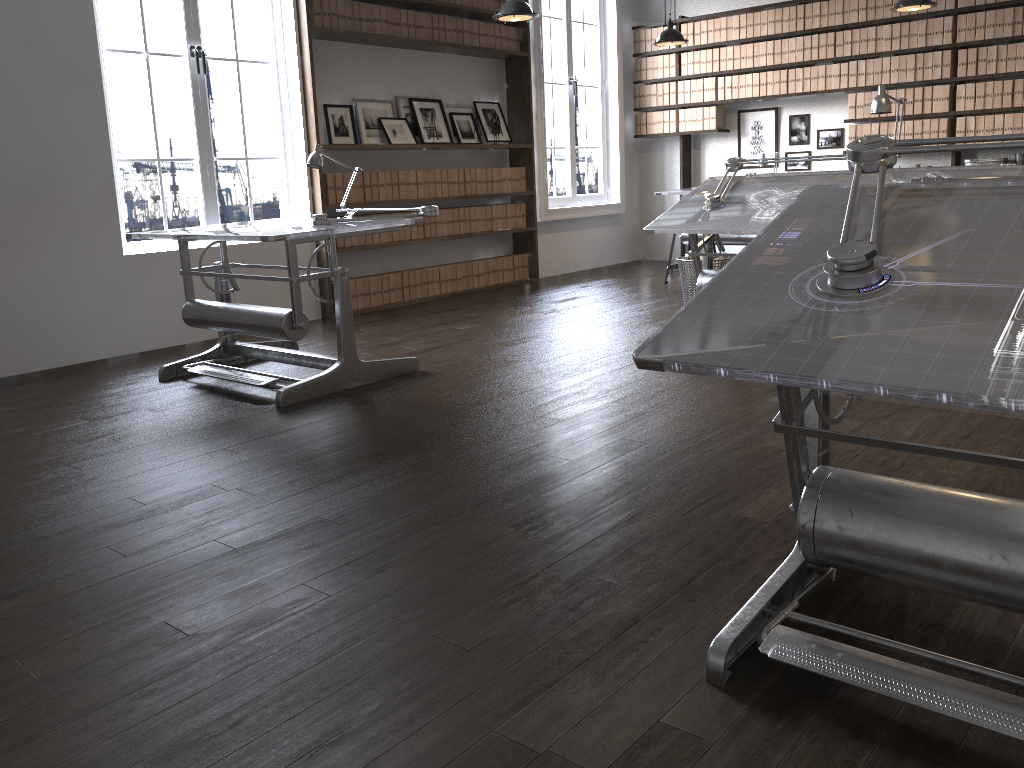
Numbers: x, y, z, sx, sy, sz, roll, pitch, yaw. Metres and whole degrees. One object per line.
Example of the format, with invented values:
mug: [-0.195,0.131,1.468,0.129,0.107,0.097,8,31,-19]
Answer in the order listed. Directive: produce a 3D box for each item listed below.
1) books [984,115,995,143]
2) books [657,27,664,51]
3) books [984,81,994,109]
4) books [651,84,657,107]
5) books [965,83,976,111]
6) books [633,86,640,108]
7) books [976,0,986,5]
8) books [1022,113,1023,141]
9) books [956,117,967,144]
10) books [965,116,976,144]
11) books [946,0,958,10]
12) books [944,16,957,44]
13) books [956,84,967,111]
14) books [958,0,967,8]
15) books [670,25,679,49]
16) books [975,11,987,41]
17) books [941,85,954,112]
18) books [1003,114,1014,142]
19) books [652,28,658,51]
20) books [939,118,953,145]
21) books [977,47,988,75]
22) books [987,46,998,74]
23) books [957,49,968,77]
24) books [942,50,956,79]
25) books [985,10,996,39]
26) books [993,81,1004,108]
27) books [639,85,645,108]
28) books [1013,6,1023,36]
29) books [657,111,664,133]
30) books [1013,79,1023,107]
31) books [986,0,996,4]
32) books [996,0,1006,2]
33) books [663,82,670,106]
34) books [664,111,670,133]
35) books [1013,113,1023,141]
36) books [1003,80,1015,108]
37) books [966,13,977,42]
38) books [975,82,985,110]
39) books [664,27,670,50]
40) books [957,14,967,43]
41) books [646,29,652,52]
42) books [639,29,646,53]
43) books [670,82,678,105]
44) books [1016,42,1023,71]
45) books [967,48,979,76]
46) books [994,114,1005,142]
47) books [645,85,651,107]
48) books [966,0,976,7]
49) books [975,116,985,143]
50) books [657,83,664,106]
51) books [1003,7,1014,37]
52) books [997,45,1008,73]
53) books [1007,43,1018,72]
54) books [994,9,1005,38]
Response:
books: [3.948,-2.095,7.290,0.067,0.223,0.176,6,14,39]
books: [1.559,-3.517,9.038,0.067,0.223,0.176,6,14,39]
books: [3.924,-2.354,7.251,0.067,0.223,0.176,6,14,39]
books: [1.515,-2.990,9.188,0.067,0.223,0.175,6,14,39]
books: [3.817,-2.368,7.334,0.067,0.223,0.176,6,14,39]
books: [1.354,-3.014,9.319,0.067,0.224,0.176,6,14,39]
books: [3.813,-3.171,7.160,0.067,0.223,0.176,6,14,39]
books: [4.153,-2.063,7.112,0.067,0.224,0.176,6,14,39]
books: [3.782,-2.119,7.421,0.067,0.223,0.176,6,14,39]
books: [3.839,-2.111,7.377,0.067,0.223,0.175,6,14,39]
books: [3.641,-3.197,7.303,0.067,0.223,0.176,6,14,39]
books: [3.649,-2.928,7.358,0.067,0.224,0.176,6,14,39]
books: [3.764,-2.378,7.383,0.067,0.223,0.175,6,14,39]
books: [3.712,-3.188,7.249,0.067,0.223,0.176,6,14,39]
books: [1.667,-3.500,8.945,0.067,0.223,0.176,6,14,39]
books: [3.832,-2.901,7.206,0.067,0.224,0.176,6,14,39]
books: [3.671,-2.397,7.454,0.067,0.224,0.176,6,14,39]
books: [4.056,-2.079,7.197,0.067,0.223,0.176,6,14,39]
books: [1.506,-3.526,9.084,0.067,0.223,0.175,6,14,39]
books: [3.680,-2.135,7.506,0.067,0.224,0.176,6,14,39]
books: [3.867,-2.631,7.242,0.067,0.223,0.176,6,14,39]
books: [3.919,-2.622,7.193,0.067,0.223,0.175,6,14,39]
books: [3.753,-2.648,7.337,0.067,0.223,0.176,6,14,39]
books: [3.661,-2.669,7.412,0.067,0.223,0.176,6,14,39]
books: [3.889,-2.893,7.161,0.067,0.223,0.176,6,14,39]
books: [3.976,-2.347,7.212,0.067,0.223,0.176,6,14,39]
books: [1.409,-3.007,9.281,0.067,0.223,0.176,6,14,39]
books: [4.042,-2.871,7.038,0.067,0.223,0.176,6,14,39]
books: [1.582,-2.711,9.188,0.067,0.224,0.176,6,14,39]
books: [4.090,-2.330,7.117,0.067,0.223,0.176,6,14,39]
books: [3.871,-3.164,7.116,0.067,0.223,0.175,6,14,39]
books: [3.927,-3.156,7.075,0.067,0.223,0.175,6,14,39]
books: [1.627,-2.973,9.094,0.067,0.224,0.176,6,14,39]
books: [1.638,-2.703,9.142,0.067,0.223,0.176,6,14,39]
books: [4.105,-2.072,7.158,0.067,0.223,0.176,6,14,39]
books: [4.029,-2.337,7.160,0.067,0.224,0.176,6,14,39]
books: [3.781,-2.910,7.253,0.067,0.223,0.176,6,14,39]
books: [3.873,-2.360,7.288,0.067,0.224,0.176,6,14,39]
books: [1.610,-3.508,8.990,0.067,0.224,0.176,6,14,39]
books: [3.728,-2.918,7.299,0.067,0.223,0.175,6,14,39]
books: [1.450,-3.533,9.125,0.067,0.223,0.175,6,14,39]
books: [1.393,-3.541,9.169,0.067,0.223,0.176,6,14,39]
books: [1.687,-2.966,9.051,0.067,0.223,0.176,6,14,39]
books: [4.078,-2.597,7.059,0.067,0.224,0.176,6,14,39]
books: [3.806,-2.639,7.286,0.067,0.224,0.176,6,14,39]
books: [3.999,-2.087,7.242,0.067,0.224,0.176,6,14,39]
books: [1.464,-2.999,9.236,0.067,0.223,0.175,6,14,39]
books: [3.758,-3.180,7.206,0.067,0.224,0.176,6,14,39]
books: [3.895,-2.104,7.335,0.067,0.223,0.175,6,14,39]
books: [1.573,-2.983,9.146,0.067,0.223,0.176,6,14,39]
books: [3.986,-2.877,7.076,0.067,0.224,0.176,6,14,39]
books: [3.976,-2.615,7.151,0.067,0.223,0.175,6,14,39]
books: [4.030,-2.606,7.106,0.067,0.223,0.176,6,14,39]
books: [3.938,-2.886,7.122,0.067,0.223,0.176,6,14,39]
